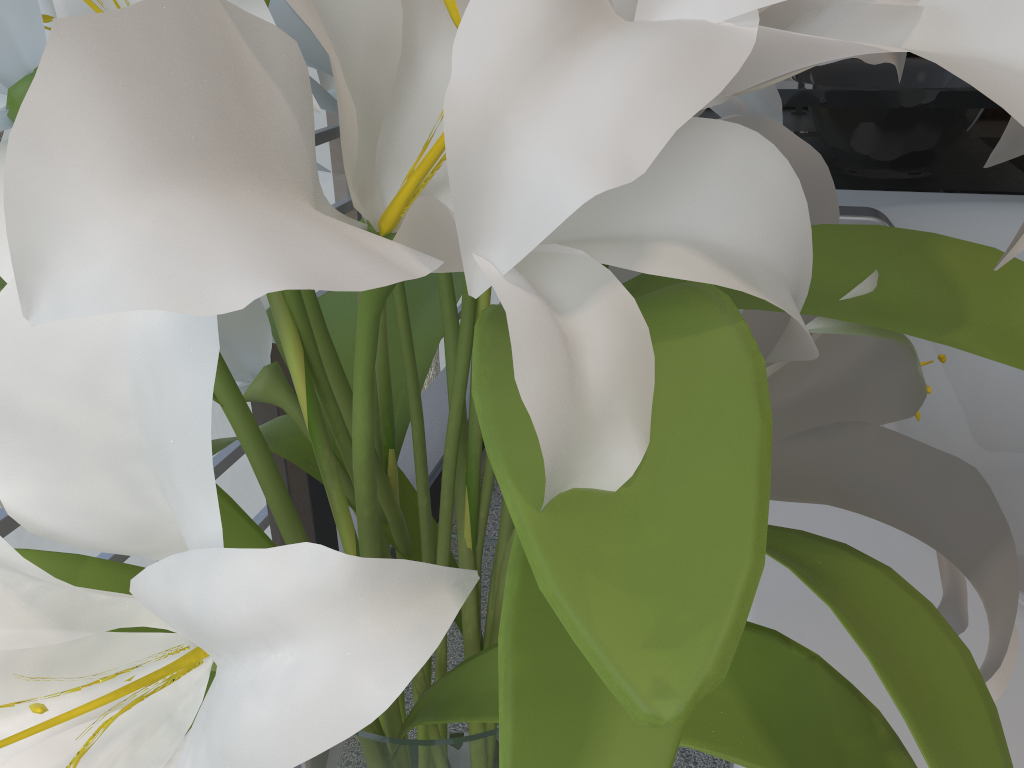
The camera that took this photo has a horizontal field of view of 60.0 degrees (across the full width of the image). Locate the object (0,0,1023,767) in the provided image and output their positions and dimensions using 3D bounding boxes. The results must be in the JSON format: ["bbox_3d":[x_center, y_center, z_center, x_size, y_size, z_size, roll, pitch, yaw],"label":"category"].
[{"bbox_3d":[-0.038,-0.011,0.331,0.460,0.793,0.451,19,31,39],"label":"object"}]

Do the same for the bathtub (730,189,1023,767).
[{"bbox_3d":[1.052,0.163,1.403,1.328,0.502,1.965,5,25,14],"label":"bathtub"}]

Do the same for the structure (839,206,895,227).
[{"bbox_3d":[0.475,-0.077,1.516,0.330,0.881,0.403,5,25,14],"label":"structure"}]
